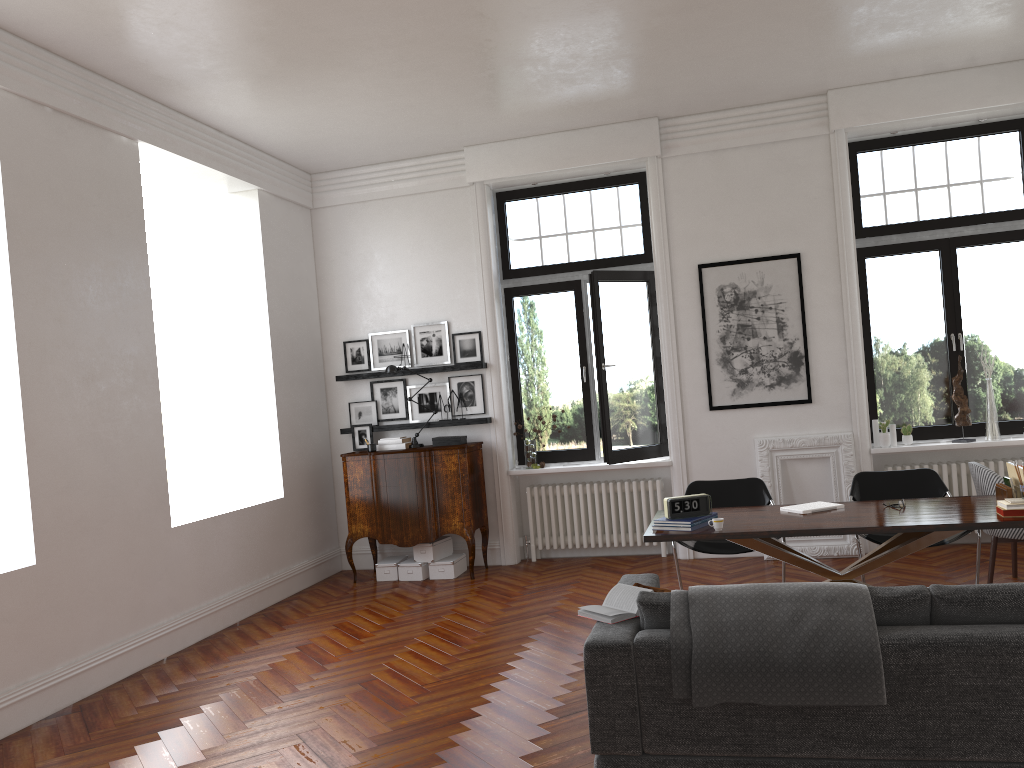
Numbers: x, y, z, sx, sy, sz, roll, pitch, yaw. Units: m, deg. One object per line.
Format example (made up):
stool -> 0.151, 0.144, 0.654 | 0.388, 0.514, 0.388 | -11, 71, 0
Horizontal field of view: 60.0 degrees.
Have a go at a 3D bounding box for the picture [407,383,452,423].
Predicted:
picture -> -0.806, 0.186, 8.648 | 0.434, 0.365, 0.020 | -5, 1, 14

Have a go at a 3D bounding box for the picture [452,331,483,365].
picture -> -0.428, -0.345, 8.535 | 0.290, 0.303, 0.020 | -5, 1, 14

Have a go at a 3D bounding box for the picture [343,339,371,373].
picture -> -1.541, -0.276, 8.819 | 0.267, 0.315, 0.020 | -5, 1, 14

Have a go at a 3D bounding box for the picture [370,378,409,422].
picture -> -1.210, 0.164, 8.750 | 0.373, 0.406, 0.020 | -5, 1, 14

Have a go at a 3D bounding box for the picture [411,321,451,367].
picture -> -0.787, -0.388, 8.625 | 0.369, 0.409, 0.020 | -5, 1, 14

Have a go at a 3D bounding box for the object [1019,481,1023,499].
object -> 2.825, 0.584, 4.873 | 0.058, 0.091, 0.058 | -5, 0, 1

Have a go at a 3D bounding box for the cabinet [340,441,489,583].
cabinet -> -0.902, 1.211, 8.331 | 1.266, 1.218, 0.640 | -5, 0, 14

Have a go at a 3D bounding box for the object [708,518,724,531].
object -> 1.189, 0.815, 5.146 | 0.082, 0.065, 0.064 | -5, 0, 35

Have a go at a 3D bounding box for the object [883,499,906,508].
object -> 2.365, 0.730, 5.436 | 0.114, 0.047, 0.133 | -5, 0, -23

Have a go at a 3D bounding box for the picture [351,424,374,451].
picture -> -1.460, 0.522, 8.662 | 0.213, 0.257, 0.020 | -5, 1, 14

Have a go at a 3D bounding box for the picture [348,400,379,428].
picture -> -1.471, 0.299, 8.795 | 0.300, 0.253, 0.020 | -5, 1, 14

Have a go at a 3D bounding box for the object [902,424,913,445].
object -> 3.464, 0.440, 7.766 | 0.097, 0.185, 0.099 | -4, 0, 37

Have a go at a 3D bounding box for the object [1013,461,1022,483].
object -> 2.793, 0.521, 4.880 | 0.049, 0.193, 0.008 | -5, 1, 18

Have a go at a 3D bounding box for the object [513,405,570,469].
object -> 0.305, 0.506, 8.560 | 0.541, 0.599, 0.317 | -5, 0, -15

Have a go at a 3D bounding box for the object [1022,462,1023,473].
object -> 2.805, 0.519, 4.848 | 0.008, 0.193, 0.049 | -4, 1, 38

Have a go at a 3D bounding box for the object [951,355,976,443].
object -> 3.843, 0.127, 7.597 | 0.142, 0.754, 0.165 | -5, 1, -34

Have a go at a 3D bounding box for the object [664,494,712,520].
object -> 1.061, 0.739, 5.341 | 0.275, 0.125, 0.082 | -5, 0, -12

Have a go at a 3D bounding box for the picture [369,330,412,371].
picture -> -1.201, -0.332, 8.731 | 0.415, 0.367, 0.020 | -5, 1, 14

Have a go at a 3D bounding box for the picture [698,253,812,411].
picture -> 2.156, -0.453, 7.891 | 0.883, 1.324, 0.035 | -5, 1, 14

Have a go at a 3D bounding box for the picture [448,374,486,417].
picture -> -0.437, 0.110, 8.554 | 0.343, 0.384, 0.020 | -5, 1, 14

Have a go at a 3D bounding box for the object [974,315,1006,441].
object -> 4.093, -0.045, 7.502 | 0.296, 1.054, 0.289 | -5, 1, 17

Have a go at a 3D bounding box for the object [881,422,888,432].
object -> 3.274, 0.442, 7.789 | 0.051, 0.213, 0.051 | -5, 1, -41

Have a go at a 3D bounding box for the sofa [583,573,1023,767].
sofa -> 1.722, 1.172, 3.759 | 2.646, 0.829, 1.261 | -5, 0, 14

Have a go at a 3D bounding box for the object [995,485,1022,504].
object -> 2.907, 0.621, 5.125 | 0.150, 0.166, 0.228 | -5, 0, 14

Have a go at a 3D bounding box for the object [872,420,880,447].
object -> 3.214, 0.435, 7.824 | 0.051, 0.238, 0.051 | -5, 1, -41

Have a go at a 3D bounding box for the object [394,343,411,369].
object -> -1.070, -0.264, 8.640 | 0.174, 0.260, 0.040 | -5, 1, 14

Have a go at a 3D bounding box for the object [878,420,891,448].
object -> 3.237, 0.430, 7.709 | 0.102, 0.244, 0.098 | -5, 0, -8

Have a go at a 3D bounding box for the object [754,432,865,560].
object -> 2.586, 0.982, 7.732 | 0.830, 1.062, 0.233 | -5, 1, 14

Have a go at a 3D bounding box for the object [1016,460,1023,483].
object -> 2.811, 0.519, 4.900 | 0.008, 0.193, 0.049 | -5, 1, -16

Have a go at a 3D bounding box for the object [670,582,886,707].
object -> 1.004, 0.989, 3.434 | 0.752, 0.387, 0.400 | -5, 0, 14

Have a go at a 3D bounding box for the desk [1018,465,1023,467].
desk -> 4.100, 1.001, 6.039 | 0.647, 0.758, 1.797 | -5, 0, 14

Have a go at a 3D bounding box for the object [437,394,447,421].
object -> -0.685, 0.231, 8.558 | 0.124, 0.260, 0.040 | -5, 1, 14

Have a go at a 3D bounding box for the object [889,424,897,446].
object -> 3.333, 0.450, 7.750 | 0.051, 0.188, 0.051 | -5, 1, -41

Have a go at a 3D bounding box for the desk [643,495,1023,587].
desk -> 1.989, 1.160, 5.359 | 2.227, 0.751, 1.029 | -5, 0, 14
